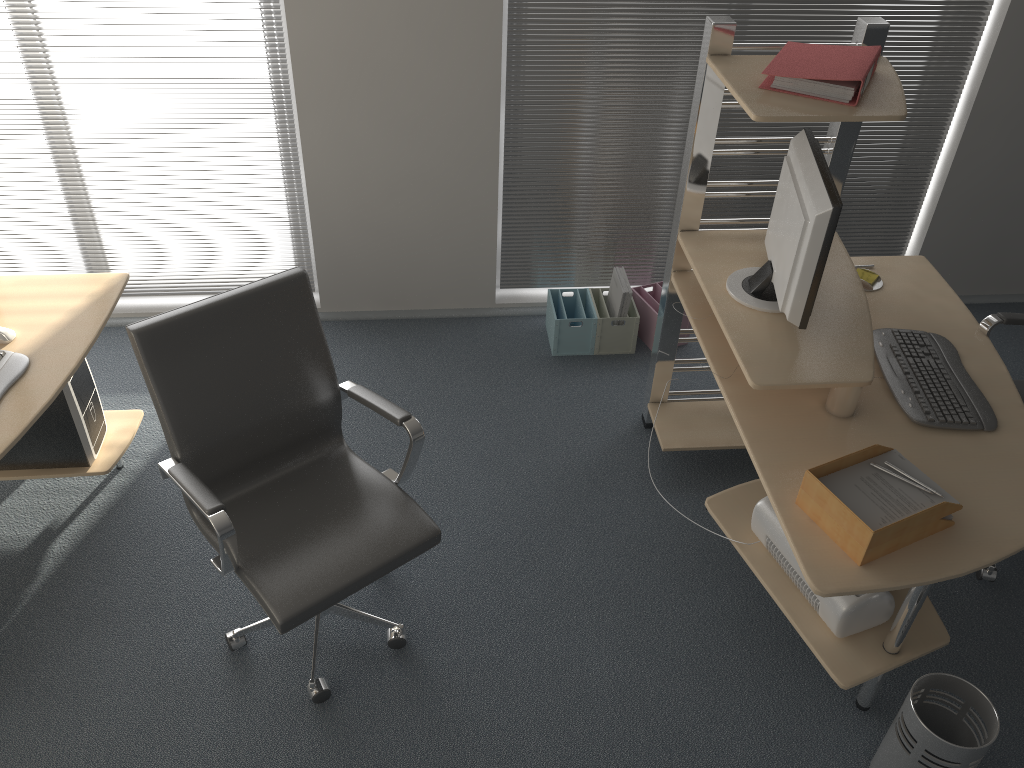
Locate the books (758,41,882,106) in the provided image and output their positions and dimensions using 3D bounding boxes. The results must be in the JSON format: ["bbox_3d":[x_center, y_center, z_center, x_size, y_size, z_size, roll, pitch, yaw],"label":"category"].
[{"bbox_3d":[0.861,-0.882,2.464,0.262,0.072,0.320,19,41,19],"label":"books"}]

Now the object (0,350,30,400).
[{"bbox_3d":[-1.798,0.054,2.414,0.814,0.082,0.478,3,38,0],"label":"object"}]

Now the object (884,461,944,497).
[{"bbox_3d":[0.992,0.236,2.189,0.008,0.009,0.159,-28,47,-33],"label":"object"}]

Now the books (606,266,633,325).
[{"bbox_3d":[0.463,-0.335,3.927,0.068,0.306,0.220,-2,39,-5],"label":"books"}]

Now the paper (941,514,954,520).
[{"bbox_3d":[0.898,0.309,2.189,0.297,0.019,0.210,-16,42,-22],"label":"paper"}]

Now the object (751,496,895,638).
[{"bbox_3d":[0.967,0.485,2.593,0.351,0.162,0.438,-12,41,-18],"label":"object"}]

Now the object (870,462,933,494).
[{"bbox_3d":[0.962,0.233,2.191,0.159,0.009,0.008,28,45,29],"label":"object"}]

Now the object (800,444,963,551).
[{"bbox_3d":[0.900,0.255,2.146,0.309,0.060,0.225,-16,42,-22],"label":"object"}]

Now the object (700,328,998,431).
[{"bbox_3d":[0.970,-0.018,2.653,0.814,0.082,0.478,3,38,0],"label":"object"}]

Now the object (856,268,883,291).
[{"bbox_3d":[1.217,-0.368,3.067,0.132,0.026,0.132,-2,39,-5],"label":"object"}]

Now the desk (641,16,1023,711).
[{"bbox_3d":[1.094,-0.038,2.586,0.967,1.566,1.469,-2,39,-6],"label":"desk"}]

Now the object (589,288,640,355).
[{"bbox_3d":[0.445,-0.279,3.969,0.185,0.202,0.245,-2,39,-5],"label":"object"}]

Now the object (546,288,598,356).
[{"bbox_3d":[0.261,-0.273,3.951,0.185,0.202,0.245,-2,39,-5],"label":"object"}]

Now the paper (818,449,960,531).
[{"bbox_3d":[0.900,0.268,2.157,0.297,0.010,0.210,-16,42,-22],"label":"paper"}]

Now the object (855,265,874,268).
[{"bbox_3d":[1.206,-0.413,3.136,0.158,0.011,0.011,-4,39,-8],"label":"object"}]

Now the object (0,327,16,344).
[{"bbox_3d":[-1.860,-0.159,2.675,0.742,0.088,0.168,-1,38,-4],"label":"object"}]

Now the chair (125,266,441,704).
[{"bbox_3d":[-0.579,0.331,2.447,0.584,1.048,0.652,-26,46,-31],"label":"chair"}]

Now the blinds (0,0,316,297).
[{"bbox_3d":[-1.828,-1.475,3.128,1.950,2.749,0.037,-2,39,-6],"label":"blinds"}]

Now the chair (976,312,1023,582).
[{"bbox_3d":[1.766,0.124,2.834,0.652,1.048,0.584,-11,40,-16],"label":"chair"}]

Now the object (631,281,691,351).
[{"bbox_3d":[0.667,-0.304,4.012,0.185,0.202,0.245,-14,41,-19],"label":"object"}]

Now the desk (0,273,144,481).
[{"bbox_3d":[-1.686,0.058,2.316,0.967,1.566,1.469,-2,39,-6],"label":"desk"}]

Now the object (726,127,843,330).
[{"bbox_3d":[0.786,-0.454,2.583,0.245,0.418,0.516,12,39,12],"label":"object"}]

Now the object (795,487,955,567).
[{"bbox_3d":[0.898,0.299,2.181,0.309,0.060,0.225,-16,42,-22],"label":"object"}]

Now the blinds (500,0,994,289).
[{"bbox_3d":[0.959,-1.571,3.400,1.950,2.770,0.022,-2,39,-6],"label":"blinds"}]

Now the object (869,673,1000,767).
[{"bbox_3d":[1.087,0.951,2.307,0.208,0.377,0.208,27,45,28],"label":"object"}]

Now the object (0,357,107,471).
[{"bbox_3d":[-1.675,0.068,3.001,0.471,0.422,0.199,-2,39,-6],"label":"object"}]
